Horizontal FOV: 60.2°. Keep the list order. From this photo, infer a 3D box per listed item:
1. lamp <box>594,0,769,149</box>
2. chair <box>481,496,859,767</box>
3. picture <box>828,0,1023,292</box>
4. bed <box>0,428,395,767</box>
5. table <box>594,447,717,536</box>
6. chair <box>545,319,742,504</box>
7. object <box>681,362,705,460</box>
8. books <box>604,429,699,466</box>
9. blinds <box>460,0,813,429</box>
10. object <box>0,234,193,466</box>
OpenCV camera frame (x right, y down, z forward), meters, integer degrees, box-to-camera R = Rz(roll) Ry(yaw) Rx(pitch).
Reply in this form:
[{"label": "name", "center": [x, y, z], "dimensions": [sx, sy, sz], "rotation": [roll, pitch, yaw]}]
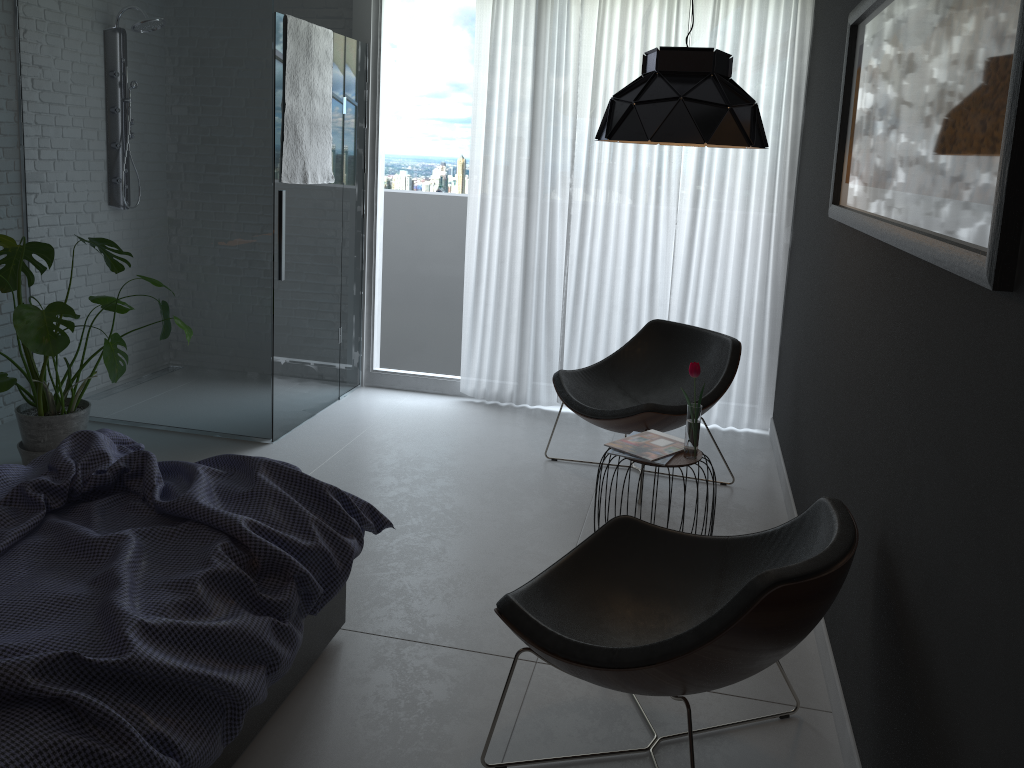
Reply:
[{"label": "lamp", "center": [0.618, -1.285, 3.053], "dimensions": [0.586, 0.890, 0.614], "rotation": [9, 13, 29]}, {"label": "chair", "center": [0.404, 0.617, 2.238], "dimensions": [0.819, 0.681, 0.797], "rotation": [11, 15, 32]}, {"label": "picture", "center": [0.991, -0.732, 2.264], "dimensions": [0.041, 0.711, 1.980], "rotation": [5, 14, 11]}, {"label": "bed", "center": [-1.747, -0.127, 2.033], "dimensions": [2.612, 2.012, 2.598], "rotation": [6, 13, 11]}, {"label": "table", "center": [0.541, 0.460, 3.361], "dimensions": [0.450, 0.429, 0.459], "rotation": [1, 13, -11]}, {"label": "chair", "center": [0.650, 0.088, 4.302], "dimensions": [0.817, 0.681, 0.800], "rotation": [-6, 16, -35]}, {"label": "object", "center": [0.657, 0.099, 3.229], "dimensions": [0.067, 0.350, 0.077], "rotation": [13, 14, 43]}, {"label": "books", "center": [-3.355, 0.377, 2.738], "dimensions": [8.232, 0.367, 0.412], "rotation": [1, 13, -9]}, {"label": "blinds", "center": [0.647, -1.128, 5.008], "dimensions": [1.855, 2.658, 0.138], "rotation": [5, 10, 12]}, {"label": "object", "center": [-1.962, -0.139, 3.963], "dimensions": [0.856, 1.033, 1.000], "rotation": [10, 14, 29]}]
